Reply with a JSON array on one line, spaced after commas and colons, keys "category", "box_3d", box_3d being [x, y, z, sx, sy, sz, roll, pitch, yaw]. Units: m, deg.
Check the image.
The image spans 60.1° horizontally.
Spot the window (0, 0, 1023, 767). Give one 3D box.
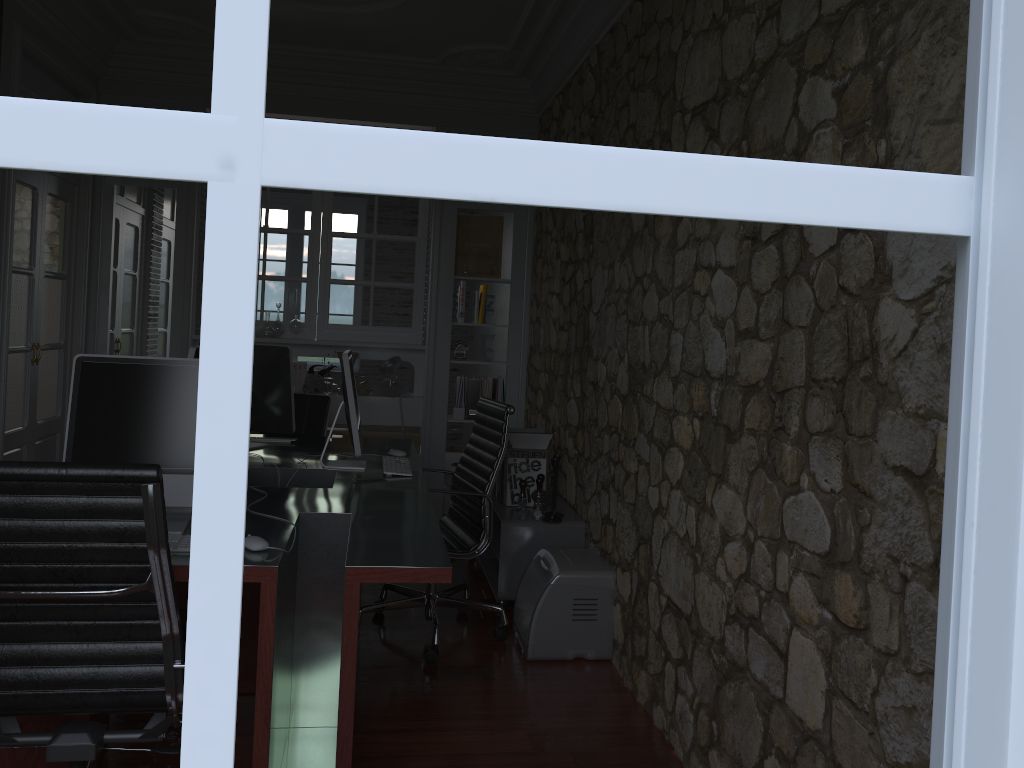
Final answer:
[{"category": "window", "box_3d": [-0.445, -0.365, 0.260, 1.527, 1.984, 0.127, 3, 0, -9]}]

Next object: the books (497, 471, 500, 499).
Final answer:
[{"category": "books", "box_3d": [0.019, 0.470, 4.623, 0.182, 0.262, 0.057, 3, 1, -9]}]

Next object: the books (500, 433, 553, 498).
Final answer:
[{"category": "books", "box_3d": [0.074, 0.432, 4.561, 0.259, 0.352, 0.070, 3, 1, -9]}]

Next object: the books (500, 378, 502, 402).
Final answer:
[{"category": "books", "box_3d": [-0.084, 0.097, 6.114, 0.013, 0.288, 0.194, 3, 1, -5]}]

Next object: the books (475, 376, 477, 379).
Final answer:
[{"category": "books", "box_3d": [-0.255, 0.094, 6.072, 0.030, 0.283, 0.180, 3, 1, -4]}]

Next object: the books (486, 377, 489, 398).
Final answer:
[{"category": "books", "box_3d": [-0.164, 0.101, 6.084, 0.045, 0.287, 0.194, 3, 1, -3]}]

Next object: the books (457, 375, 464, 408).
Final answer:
[{"category": "books", "box_3d": [-0.357, 0.081, 6.089, 0.038, 0.296, 0.180, 3, 1, -1]}]

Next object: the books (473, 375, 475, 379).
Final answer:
[{"category": "books", "box_3d": [-0.279, 0.090, 6.073, 0.039, 0.288, 0.194, 3, 1, -4]}]

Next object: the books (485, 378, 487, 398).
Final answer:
[{"category": "books", "box_3d": [-0.174, 0.098, 6.082, 0.043, 0.281, 0.194, 3, 1, -3]}]

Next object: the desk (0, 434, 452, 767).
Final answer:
[{"category": "desk", "box_3d": [-1.002, 0.718, 3.399, 1.300, 0.727, 2.512, 2, 3, -9]}]

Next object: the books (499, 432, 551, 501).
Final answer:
[{"category": "books", "box_3d": [0.067, 0.429, 4.584, 0.258, 0.354, 0.049, 3, 0, -9]}]

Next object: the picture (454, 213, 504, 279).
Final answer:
[{"category": "picture", "box_3d": [-0.227, -0.941, 6.060, 0.326, 0.434, 0.009, 3, 0, -9]}]

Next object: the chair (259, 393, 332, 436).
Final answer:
[{"category": "chair", "box_3d": [-1.335, 0.523, 4.804, 0.475, 0.919, 0.601, 3, 1, 21]}]

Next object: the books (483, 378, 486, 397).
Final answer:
[{"category": "books", "box_3d": [-0.184, 0.094, 6.084, 0.045, 0.287, 0.194, 3, 1, -3]}]

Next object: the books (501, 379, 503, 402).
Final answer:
[{"category": "books", "box_3d": [-0.070, 0.102, 6.114, 0.023, 0.282, 0.194, 3, 1, -5]}]

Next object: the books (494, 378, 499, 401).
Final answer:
[{"category": "books", "box_3d": [-0.116, 0.102, 6.109, 0.024, 0.277, 0.194, 3, 1, -5]}]

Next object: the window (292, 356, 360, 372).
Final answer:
[{"category": "window", "box_3d": [-2.367, -1.067, 9.532, 1.538, 1.938, 0.127, 3, 0, -9]}]

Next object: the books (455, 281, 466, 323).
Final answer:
[{"category": "books", "box_3d": [-0.355, -0.565, 6.109, 0.042, 0.286, 0.216, 3, 2, -9]}]

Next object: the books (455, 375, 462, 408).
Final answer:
[{"category": "books", "box_3d": [-0.371, 0.083, 6.081, 0.037, 0.287, 0.194, 3, 1, -1]}]

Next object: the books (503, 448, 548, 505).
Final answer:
[{"category": "books", "box_3d": [0.067, 0.470, 4.496, 0.221, 0.283, 0.061, 3, 1, -9]}]

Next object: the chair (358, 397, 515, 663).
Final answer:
[{"category": "chair", "box_3d": [-0.355, 0.579, 3.849, 0.698, 1.022, 0.666, 3, 1, -13]}]

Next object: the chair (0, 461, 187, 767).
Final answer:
[{"category": "chair", "box_3d": [-1.047, 0.653, 2.125, 0.665, 1.022, 0.700, 3, 1, -5]}]

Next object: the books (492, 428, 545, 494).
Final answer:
[{"category": "books", "box_3d": [0.035, 0.416, 4.782, 0.259, 0.351, 0.065, 3, 1, -9]}]

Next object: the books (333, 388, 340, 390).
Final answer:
[{"category": "books", "box_3d": [-1.328, 0.027, 6.156, 0.180, 0.007, 0.246, -1, 5, -44]}]

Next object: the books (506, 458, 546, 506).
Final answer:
[{"category": "books", "box_3d": [0.071, 0.494, 4.462, 0.197, 0.240, 0.058, 3, 1, -9]}]

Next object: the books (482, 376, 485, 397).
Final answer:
[{"category": "books", "box_3d": [-0.195, 0.088, 6.089, 0.045, 0.282, 0.180, 3, 1, -3]}]

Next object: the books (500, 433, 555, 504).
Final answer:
[{"category": "books", "box_3d": [0.081, 0.433, 4.531, 0.271, 0.354, 0.063, 3, 1, -9]}]

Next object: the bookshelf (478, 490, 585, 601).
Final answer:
[{"category": "bookshelf", "box_3d": [0.029, 0.827, 4.715, 0.436, 0.459, 1.197, 3, 3, -9]}]

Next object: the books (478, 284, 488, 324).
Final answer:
[{"category": "books", "box_3d": [-0.211, -0.549, 6.105, 0.055, 0.268, 0.192, 3, 1, -9]}]

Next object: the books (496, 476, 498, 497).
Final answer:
[{"category": "books", "box_3d": [0.052, 0.441, 4.690, 0.265, 0.314, 0.025, 3, 0, -9]}]

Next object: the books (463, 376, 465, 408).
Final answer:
[{"category": "books", "box_3d": [-0.329, 0.088, 6.082, 0.022, 0.288, 0.194, 3, 1, -1]}]

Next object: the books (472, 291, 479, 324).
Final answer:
[{"category": "books", "box_3d": [-0.251, -0.528, 6.100, 0.026, 0.223, 0.161, 3, 1, -9]}]

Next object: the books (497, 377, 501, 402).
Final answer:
[{"category": "books", "box_3d": [-0.097, 0.095, 6.120, 0.030, 0.290, 0.180, 3, 1, -5]}]

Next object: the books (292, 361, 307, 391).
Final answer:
[{"category": "books", "box_3d": [-1.505, -0.057, 6.051, 0.150, 0.193, 0.143, 1, 2, -43]}]
